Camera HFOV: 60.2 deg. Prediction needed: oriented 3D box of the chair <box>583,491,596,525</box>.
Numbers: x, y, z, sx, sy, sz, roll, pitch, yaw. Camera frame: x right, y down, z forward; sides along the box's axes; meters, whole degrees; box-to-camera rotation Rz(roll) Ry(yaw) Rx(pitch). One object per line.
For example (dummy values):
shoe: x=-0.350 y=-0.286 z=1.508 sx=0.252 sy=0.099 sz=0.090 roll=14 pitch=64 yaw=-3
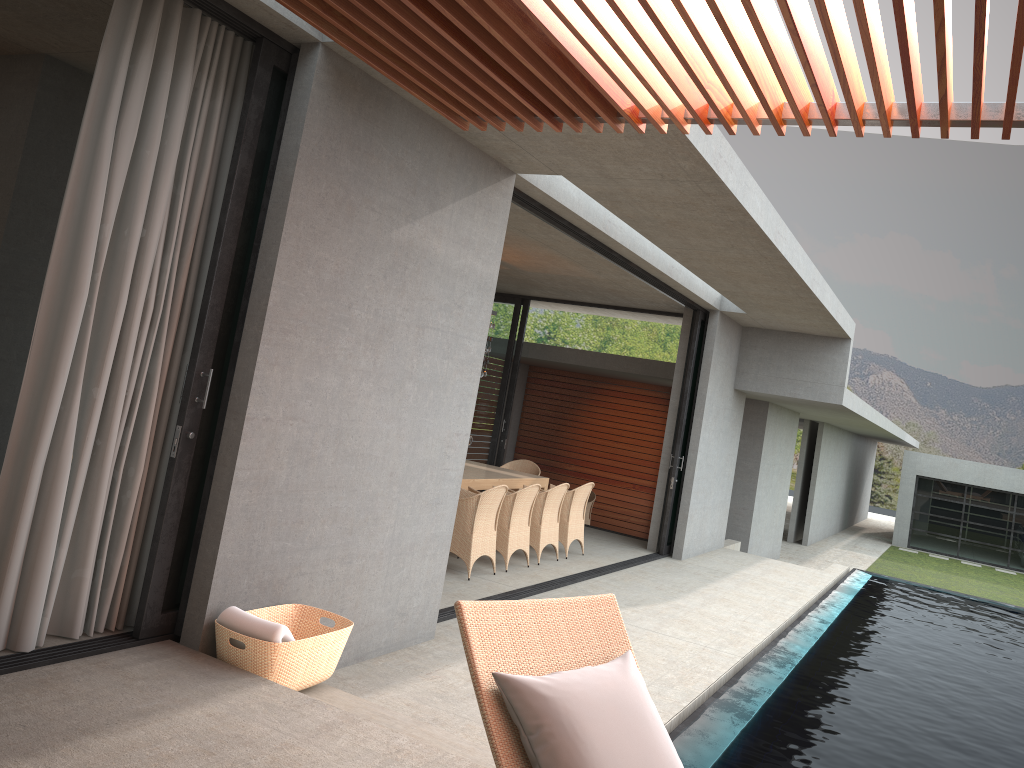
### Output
chair: x=1.056 y=2.245 z=15.233 sx=0.625 sy=0.869 sz=0.619 roll=12 pitch=-4 yaw=-32

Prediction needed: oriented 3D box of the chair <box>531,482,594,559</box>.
chair: x=0.568 y=1.503 z=10.196 sx=0.633 sy=0.869 sz=0.611 roll=8 pitch=-4 yaw=27

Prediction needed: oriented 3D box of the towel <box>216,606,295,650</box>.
towel: x=-1.169 y=1.234 z=4.147 sx=0.371 sy=0.314 sz=0.306 roll=8 pitch=-3 yaw=28

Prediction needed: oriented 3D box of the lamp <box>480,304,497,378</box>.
lamp: x=-0.607 y=-0.675 z=10.074 sx=0.620 sy=1.768 sz=0.612 roll=7 pitch=-5 yaw=27

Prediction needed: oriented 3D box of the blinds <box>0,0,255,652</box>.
blinds: x=-1.765 y=-0.330 z=4.069 sx=0.230 sy=2.956 sz=0.875 roll=7 pitch=-5 yaw=24

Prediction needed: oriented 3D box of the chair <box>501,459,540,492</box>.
chair: x=-0.004 y=1.419 z=11.560 sx=0.620 sy=0.869 sz=0.623 roll=8 pitch=-4 yaw=27

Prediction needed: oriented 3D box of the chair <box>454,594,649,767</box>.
chair: x=0.787 y=1.185 z=1.849 sx=0.693 sy=0.833 sz=2.304 roll=13 pitch=-3 yaw=-44

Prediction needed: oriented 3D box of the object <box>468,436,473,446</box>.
object: x=-0.583 y=0.771 z=10.103 sx=0.193 sy=0.389 sz=0.191 roll=9 pitch=-4 yaw=9

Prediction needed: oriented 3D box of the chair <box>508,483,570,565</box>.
chair: x=0.238 y=1.438 z=9.545 sx=0.633 sy=0.869 sz=0.611 roll=8 pitch=-4 yaw=27

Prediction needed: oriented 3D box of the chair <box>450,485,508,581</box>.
chair: x=-0.422 y=1.308 z=8.244 sx=0.633 sy=0.869 sz=0.611 roll=8 pitch=-4 yaw=27

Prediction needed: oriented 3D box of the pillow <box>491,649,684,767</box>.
pillow: x=0.270 y=1.030 z=2.408 sx=0.602 sy=0.430 sz=0.428 roll=12 pitch=-4 yaw=-44

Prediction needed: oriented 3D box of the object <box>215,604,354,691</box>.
object: x=-1.117 y=1.303 z=4.276 sx=0.448 sy=0.302 sz=0.673 roll=9 pitch=-2 yaw=27

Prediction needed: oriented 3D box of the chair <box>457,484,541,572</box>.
chair: x=-0.092 y=1.373 z=8.895 sx=0.633 sy=0.869 sz=0.611 roll=8 pitch=-4 yaw=27

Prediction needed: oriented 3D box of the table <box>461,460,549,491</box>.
table: x=-0.893 y=1.296 z=9.716 sx=1.285 sy=0.762 sz=3.226 roll=9 pitch=-1 yaw=27
